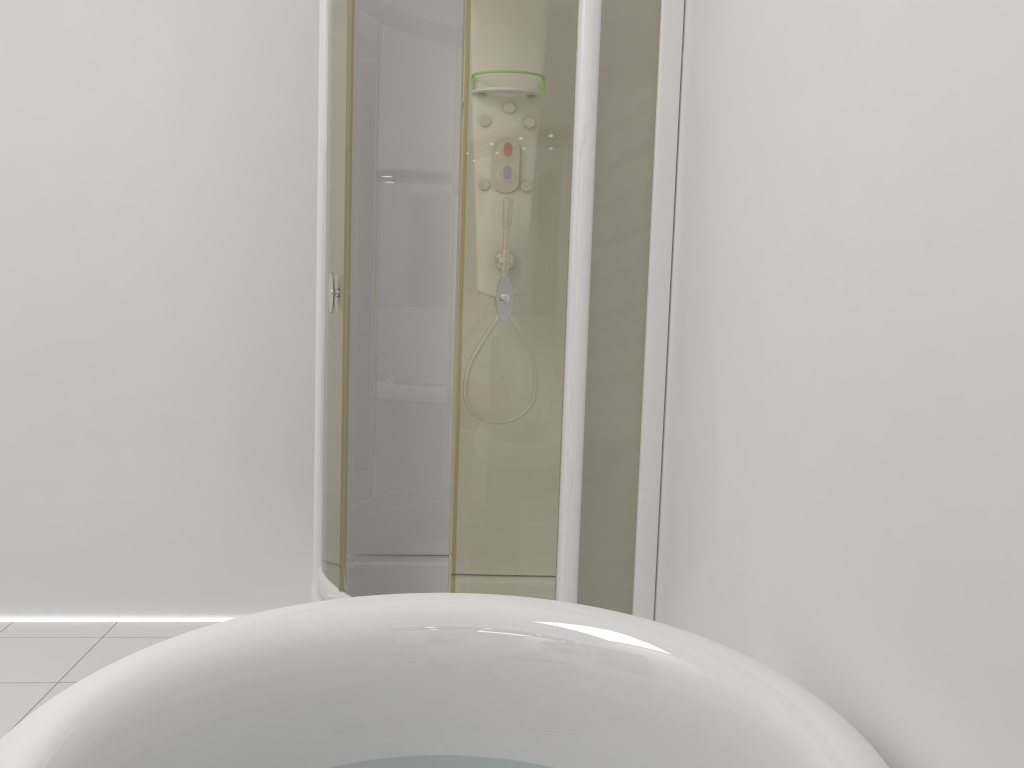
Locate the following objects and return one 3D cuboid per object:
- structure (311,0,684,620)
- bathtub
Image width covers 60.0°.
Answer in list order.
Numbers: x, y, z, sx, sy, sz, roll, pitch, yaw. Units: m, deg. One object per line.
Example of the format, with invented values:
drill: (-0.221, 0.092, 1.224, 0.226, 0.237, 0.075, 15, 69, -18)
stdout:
structure: (-0.115, -0.235, 2.490, 0.932, 2.234, 0.933, 1, 6, -5)
bathtub: (-0.023, 0.753, 0.579, 1.055, 0.674, 1.863, 1, 6, -5)
